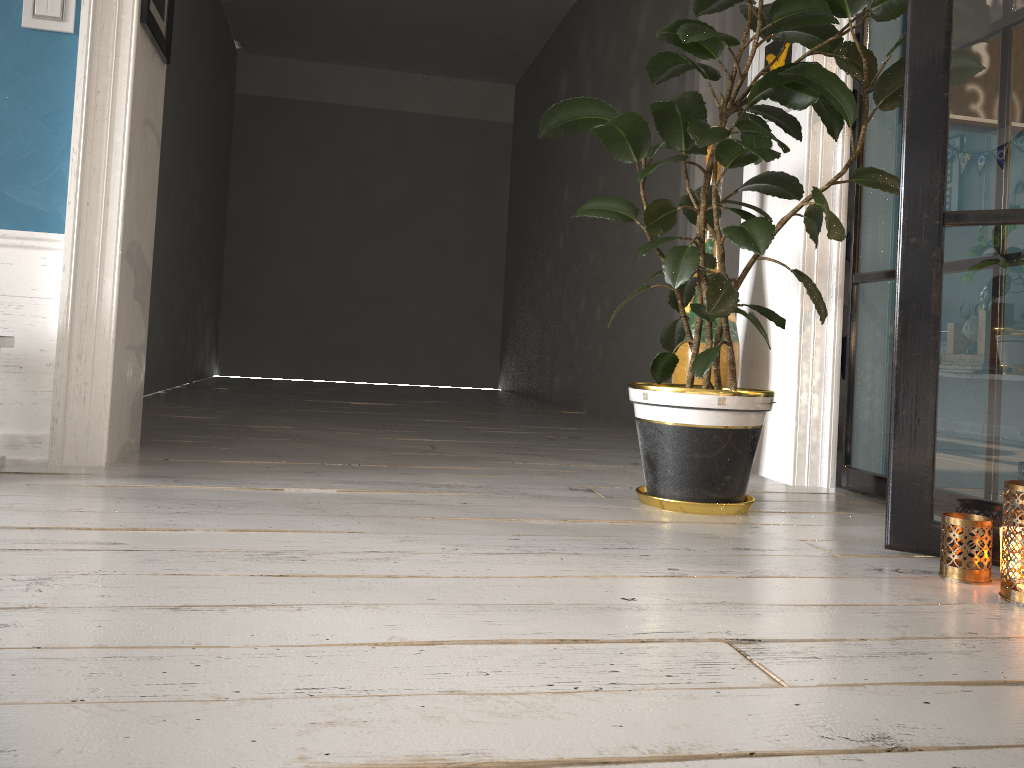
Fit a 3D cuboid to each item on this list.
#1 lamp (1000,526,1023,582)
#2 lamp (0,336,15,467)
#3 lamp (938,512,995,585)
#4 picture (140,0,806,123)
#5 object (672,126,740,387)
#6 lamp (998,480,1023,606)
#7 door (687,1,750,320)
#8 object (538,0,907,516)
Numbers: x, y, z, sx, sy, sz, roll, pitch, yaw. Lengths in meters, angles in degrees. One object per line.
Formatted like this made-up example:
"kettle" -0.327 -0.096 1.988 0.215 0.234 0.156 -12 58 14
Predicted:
"lamp" 0.877 0.300 1.511 0.081 0.099 0.080 3 0 29
"lamp" -1.362 -0.035 2.051 0.286 0.478 0.286 3 -1 -13
"lamp" 0.802 0.290 1.564 0.084 0.110 0.084 4 -1 -36
"picture" -0.057 -1.302 2.744 1.943 0.754 0.358 3 -1 -12
"object" 0.638 -0.273 2.871 0.215 1.126 0.215 4 -2 -17
"lamp" 0.850 0.257 1.421 0.114 0.187 0.115 3 -1 -13
"door" 1.062 -0.875 3.862 0.178 2.311 1.036 4 -1 -12
"object" 0.968 -0.515 0.701 1.010 1.796 3.898 3 1 -12
